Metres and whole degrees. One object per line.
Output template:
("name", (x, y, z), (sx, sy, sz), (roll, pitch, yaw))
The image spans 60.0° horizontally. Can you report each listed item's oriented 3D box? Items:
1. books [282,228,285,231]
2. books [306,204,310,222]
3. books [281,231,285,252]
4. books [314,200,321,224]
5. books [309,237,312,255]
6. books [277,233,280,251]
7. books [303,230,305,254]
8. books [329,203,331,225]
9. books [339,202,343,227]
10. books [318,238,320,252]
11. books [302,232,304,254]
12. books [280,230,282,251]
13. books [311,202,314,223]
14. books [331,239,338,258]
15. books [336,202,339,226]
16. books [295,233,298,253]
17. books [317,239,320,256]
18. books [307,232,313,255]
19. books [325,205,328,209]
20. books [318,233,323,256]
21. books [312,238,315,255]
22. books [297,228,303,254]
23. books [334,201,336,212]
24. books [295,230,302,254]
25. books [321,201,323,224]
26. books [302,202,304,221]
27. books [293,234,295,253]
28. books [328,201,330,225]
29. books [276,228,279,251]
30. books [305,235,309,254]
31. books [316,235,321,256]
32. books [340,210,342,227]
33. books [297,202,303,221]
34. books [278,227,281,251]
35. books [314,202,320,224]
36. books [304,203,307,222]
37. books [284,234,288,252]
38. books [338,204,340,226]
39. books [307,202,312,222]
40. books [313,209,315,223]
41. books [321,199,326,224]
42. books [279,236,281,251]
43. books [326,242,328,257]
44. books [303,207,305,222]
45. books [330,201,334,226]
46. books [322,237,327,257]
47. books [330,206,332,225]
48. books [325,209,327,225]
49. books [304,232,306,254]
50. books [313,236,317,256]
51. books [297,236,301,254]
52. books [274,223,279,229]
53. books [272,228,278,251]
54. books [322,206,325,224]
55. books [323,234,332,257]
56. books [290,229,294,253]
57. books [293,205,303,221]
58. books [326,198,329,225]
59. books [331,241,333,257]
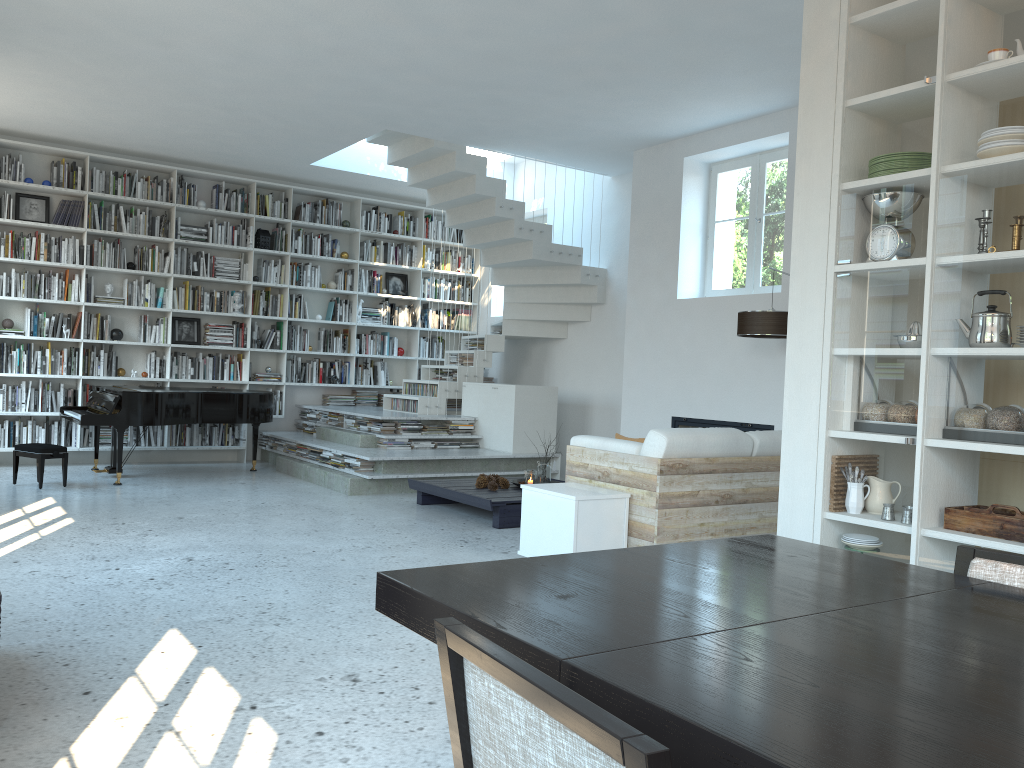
("books", (-2.633, -1.638, 10.167), (0.005, 0.292, 0.130), (2, 1, -34))
("books", (-2.398, -1.962, 10.297), (0.028, 0.226, 0.163), (2, 1, -34))
("books", (-2.635, -1.616, 10.125), (0.013, 0.248, 0.186), (2, 1, -34))
("books", (-2.284, -1.991, 10.374), (0.024, 0.292, 0.167), (2, 1, -34))
("books", (-2.380, -1.593, 10.342), (0.028, 0.223, 0.142), (2, 1, -34))
("books", (-2.696, -1.603, 10.117), (0.024, 0.217, 0.168), (2, 1, -34))
("books", (-2.439, -1.631, 10.293), (0.021, 0.296, 0.138), (2, 1, -34))
("books", (-2.171, -1.978, 10.449), (0.008, 0.275, 0.163), (2, 1, -34))
("books", (-2.052, -1.989, 10.518), (0.006, 0.306, 0.163), (2, 1, -34))
("books", (-2.287, -1.589, 10.384), (0.011, 0.222, 0.159), (2, 1, -34))
("books", (-2.453, -1.618, 10.267), (0.010, 0.269, 0.166), (2, 1, -34))
("books", (-2.661, -1.620, 10.124), (0.005, 0.255, 0.158), (2, 1, -34))
("books", (-2.353, -1.976, 10.328), (0.021, 0.256, 0.168), (2, 1, -34))
("books", (-2.122, -1.589, 10.483), (0.054, 0.235, 0.171), (2, 1, -34))
("books", (-2.093, -1.986, 10.491), (0.013, 0.297, 0.188), (2, 1, -34))
("books", (-2.515, -1.608, 10.235), (0.026, 0.243, 0.148), (2, 1, -34))
("books", (-2.292, -1.582, 10.363), (0.021, 0.209, 0.180), (2, 1, -34))
("books", (-2.360, -1.623, 10.350), (0.013, 0.284, 0.154), (2, 1, -34))
("books", (-2.208, -1.968, 10.417), (0.008, 0.251, 0.170), (2, 1, -34))
("books", (-2.258, -1.619, 10.419), (0.012, 0.285, 0.159), (2, 1, -34))
("books", (-2.345, -1.588, 10.360), (0.025, 0.216, 0.144), (2, 1, -34))
("books", (-2.462, -1.638, 10.260), (0.014, 0.307, 0.152), (2, 1, -34))
("books", (-2.122, -2.000, 10.505), (0.008, 0.321, 0.133), (2, 1, -34))
("books", (-2.476, -1.626, 10.258), (0.011, 0.283, 0.172), (2, 1, -34))
("books", (-2.257, -1.987, 10.401), (0.007, 0.285, 0.159), (2, 1, -34))
("books", (-2.450, -1.973, 10.261), (0.011, 0.244, 0.172), (2, 1, -34))
("books", (-2.534, -1.607, 10.229), (0.012, 0.240, 0.138), (2, 1, -34))
("books", (-2.182, -1.991, 10.412), (0.015, 0.299, 0.183), (2, 1, -34))
("books", (-2.697, -1.630, 10.096), (0.022, 0.272, 0.181), (2, 1, -34))
("books", (-2.401, -1.603, 10.300), (0.027, 0.241, 0.160), (2, 1, -34))
("books", (-2.277, -1.610, 10.391), (0.012, 0.265, 0.156), (2, 1, -34))
("books", (-2.062, -1.941, 10.512), (0.014, 0.209, 0.188), (2, 1, -34))
("books", (-2.453, -1.973, 10.248), (0.009, 0.244, 0.173), (2, 1, -34))
("books", (-2.673, -1.637, 10.104), (0.021, 0.288, 0.179), (2, 1, -34))
("books", (-2.293, -1.974, 10.340), (0.028, 0.258, 0.184), (2, 1, -34))
("books", (-2.415, -1.965, 10.268), (0.013, 0.229, 0.173), (2, 1, -34))
("books", (-2.610, -1.598, 10.143), (0.008, 0.214, 0.223), (2, 1, -34))
("books", (-2.081, -1.977, 10.492), (0.008, 0.278, 0.180), (2, 1, -34))
("books", (-2.373, -1.976, 10.312), (0.030, 0.255, 0.161), (2, 1, -34))
("books", (-2.342, -1.943, 10.358), (0.031, 0.190, 0.132), (2, 1, -34))
("books", (-2.228, -1.999, 10.403), (0.006, 0.312, 0.179), (2, 1, -34))
("books", (-2.675, -1.599, 10.128), (0.013, 0.211, 0.140), (2, 1, -34))
("books", (-2.211, -1.566, 10.436), (0.027, 0.181, 0.176), (2, 1, -34))
("books", (-2.432, -1.942, 10.273), (0.009, 0.183, 0.160), (2, 1, -34))
("books", (-2.139, -1.993, 10.459), (0.008, 0.307, 0.182), (2, 1, -34))
("books", (-2.231, -1.594, 10.416), (0.030, 0.238, 0.185), (2, 1, -34))
("books", (-2.158, -1.967, 10.458), (0.024, 0.252, 0.149), (2, 1, -34))
("books", (-2.212, -1.943, 10.398), (0.018, 0.201, 0.188), (2, 1, -34))
("books", (-2.430, -1.621, 10.308), (0.012, 0.276, 0.133), (2, 1, -34))
("books", (-2.318, -1.597, 10.363), (0.023, 0.237, 0.149), (2, 1, -34))
("books", (-2.484, -1.589, 10.235), (0.026, 0.208, 0.181), (2, 1, -34))
("books", (-2.697, -1.664, 10.112), (0.025, 0.339, 0.142), (2, 1, -34))
("books", (-2.703, -1.630, 10.076), (0.021, 0.272, 0.190), (2, 1, -34))
("books", (-2.237, -1.959, 10.393), (0.018, 0.231, 0.160), (2, 1, -34))
("books", (-2.178, -1.616, 10.440), (0.029, 0.285, 0.183), (2, 1, -34))
("books", (-2.544, -1.630, 10.204), (0.012, 0.285, 0.159), (2, 1, -34))
("books", (-2.473, -1.954, 10.228), (0.046, 0.206, 0.183), (2, 1, -34))
("books", (-2.200, -2.007, 10.420), (0.007, 0.329, 0.183), (2, 1, -34))
("books", (-2.164, -1.579, 10.470), (0.030, 0.213, 0.156), (2, 1, -34))
